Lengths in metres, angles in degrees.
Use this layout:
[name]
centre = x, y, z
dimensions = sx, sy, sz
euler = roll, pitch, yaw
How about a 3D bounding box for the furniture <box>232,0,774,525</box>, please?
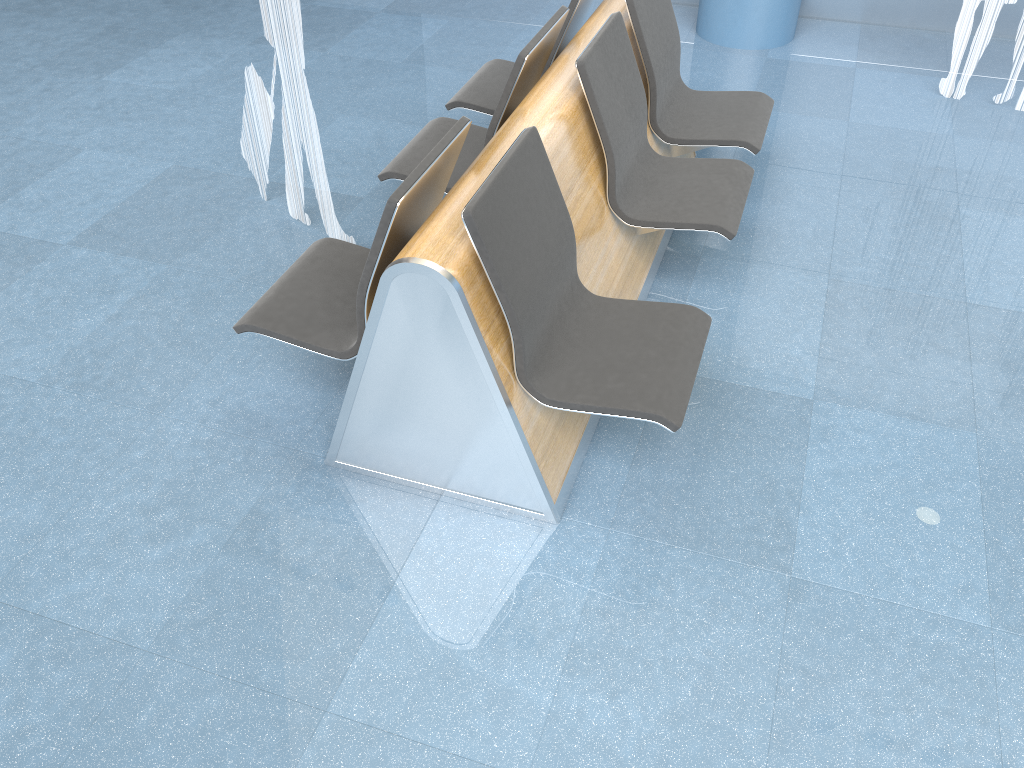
[furniture]
centre = 0.149, -0.727, 3.095
dimensions = 1.301, 0.896, 2.281
euler = 12, 42, 14
